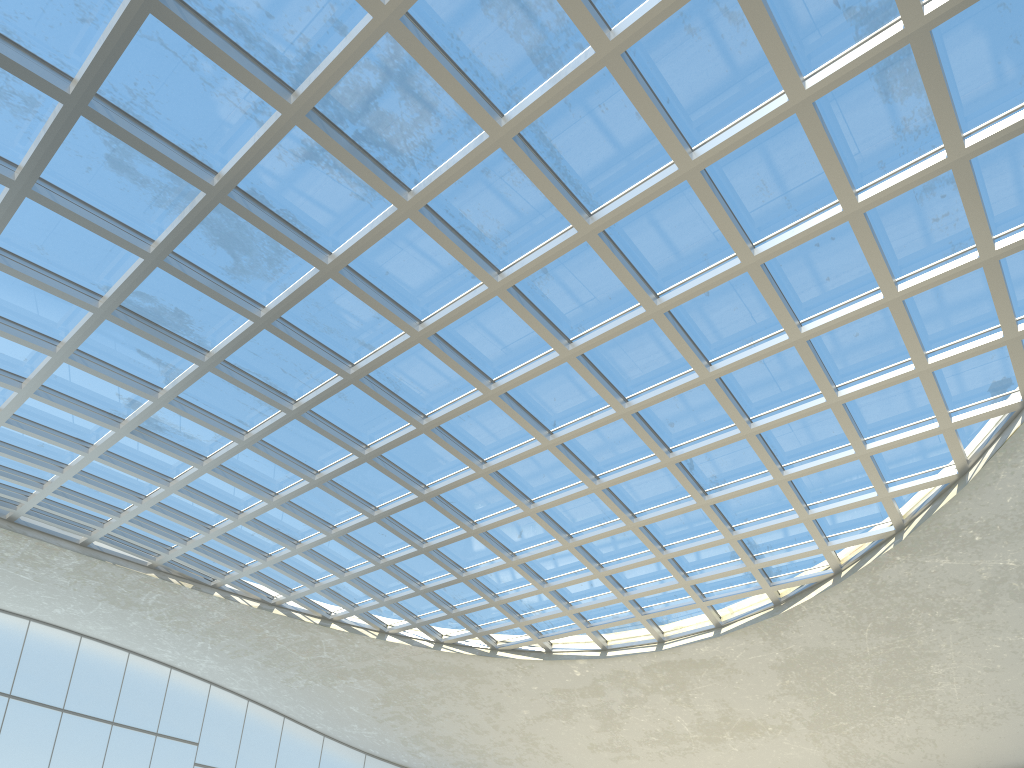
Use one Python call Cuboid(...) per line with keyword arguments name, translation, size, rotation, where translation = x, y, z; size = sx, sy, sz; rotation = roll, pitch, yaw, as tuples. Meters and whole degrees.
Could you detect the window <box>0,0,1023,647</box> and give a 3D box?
Cuboid(name="window", translation=(-11.679, 1.850, 43.282), size=(82.049, 9.693, 87.547), rotation=(-22, -44, 34))
